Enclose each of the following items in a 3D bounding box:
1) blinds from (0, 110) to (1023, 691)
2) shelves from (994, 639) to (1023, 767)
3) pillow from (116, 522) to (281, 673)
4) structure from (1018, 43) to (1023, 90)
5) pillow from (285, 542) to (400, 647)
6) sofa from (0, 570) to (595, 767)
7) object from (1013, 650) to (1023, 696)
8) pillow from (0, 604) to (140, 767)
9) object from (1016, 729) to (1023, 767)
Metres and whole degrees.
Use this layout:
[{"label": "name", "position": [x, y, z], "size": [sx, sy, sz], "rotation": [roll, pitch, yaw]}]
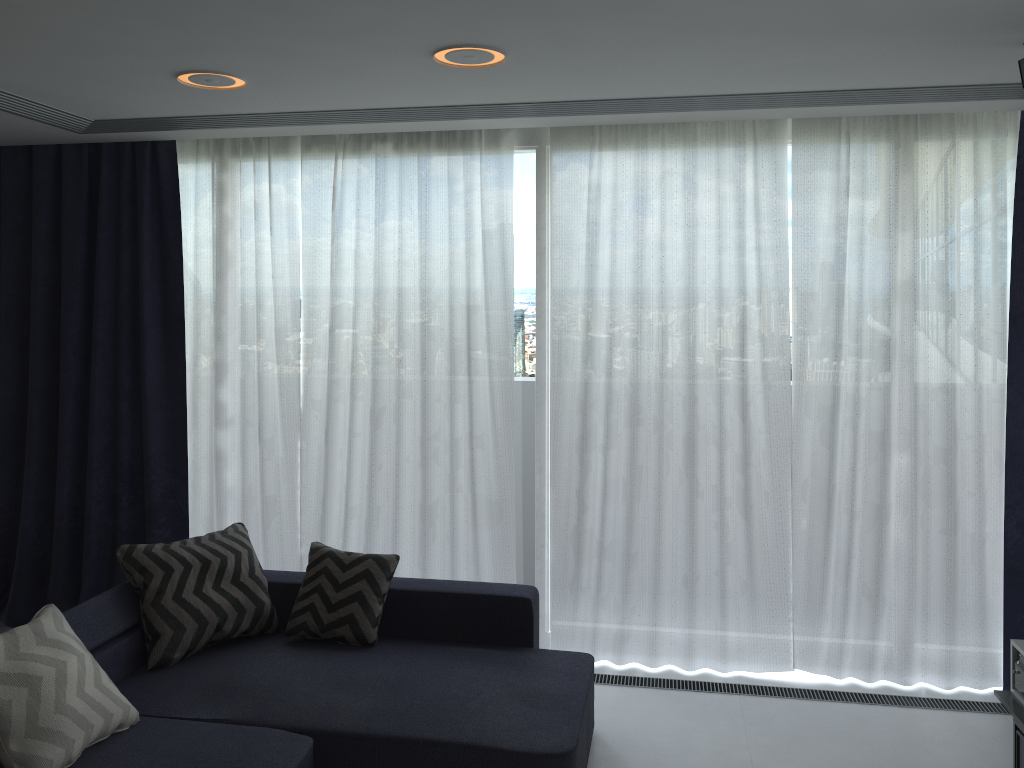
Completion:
[{"label": "blinds", "position": [-0.390, 0.161, 1.656], "size": [7.135, 2.769, 5.816], "rotation": [1, 4, 14]}, {"label": "shelves", "position": [1.963, 1.270, 1.953], "size": [0.873, 0.498, 2.357], "rotation": [1, 5, 10]}, {"label": "pillow", "position": [-1.280, 0.893, 3.643], "size": [0.355, 0.518, 0.599], "rotation": [1, 3, 40]}, {"label": "structure", "position": [1.710, -1.031, 2.851], "size": [0.114, 0.142, 0.084], "rotation": [0, 1, 0]}, {"label": "pillow", "position": [-0.712, 0.879, 3.703], "size": [0.415, 0.344, 0.287], "rotation": [1, 2, 15]}, {"label": "sofa", "position": [-0.810, 1.169, 2.514], "size": [1.899, 0.607, 2.882], "rotation": [1, 5, 10]}, {"label": "object", "position": [1.930, 1.034, 2.939], "size": [0.369, 0.150, 0.370], "rotation": [1, 4, 10]}, {"label": "pillow", "position": [-1.442, 0.952, 2.728], "size": [0.342, 0.387, 0.496], "rotation": [0, 3, 10]}, {"label": "object", "position": [1.812, 1.302, 2.864], "size": [0.254, 0.251, 0.213], "rotation": [0, 2, 10]}]
